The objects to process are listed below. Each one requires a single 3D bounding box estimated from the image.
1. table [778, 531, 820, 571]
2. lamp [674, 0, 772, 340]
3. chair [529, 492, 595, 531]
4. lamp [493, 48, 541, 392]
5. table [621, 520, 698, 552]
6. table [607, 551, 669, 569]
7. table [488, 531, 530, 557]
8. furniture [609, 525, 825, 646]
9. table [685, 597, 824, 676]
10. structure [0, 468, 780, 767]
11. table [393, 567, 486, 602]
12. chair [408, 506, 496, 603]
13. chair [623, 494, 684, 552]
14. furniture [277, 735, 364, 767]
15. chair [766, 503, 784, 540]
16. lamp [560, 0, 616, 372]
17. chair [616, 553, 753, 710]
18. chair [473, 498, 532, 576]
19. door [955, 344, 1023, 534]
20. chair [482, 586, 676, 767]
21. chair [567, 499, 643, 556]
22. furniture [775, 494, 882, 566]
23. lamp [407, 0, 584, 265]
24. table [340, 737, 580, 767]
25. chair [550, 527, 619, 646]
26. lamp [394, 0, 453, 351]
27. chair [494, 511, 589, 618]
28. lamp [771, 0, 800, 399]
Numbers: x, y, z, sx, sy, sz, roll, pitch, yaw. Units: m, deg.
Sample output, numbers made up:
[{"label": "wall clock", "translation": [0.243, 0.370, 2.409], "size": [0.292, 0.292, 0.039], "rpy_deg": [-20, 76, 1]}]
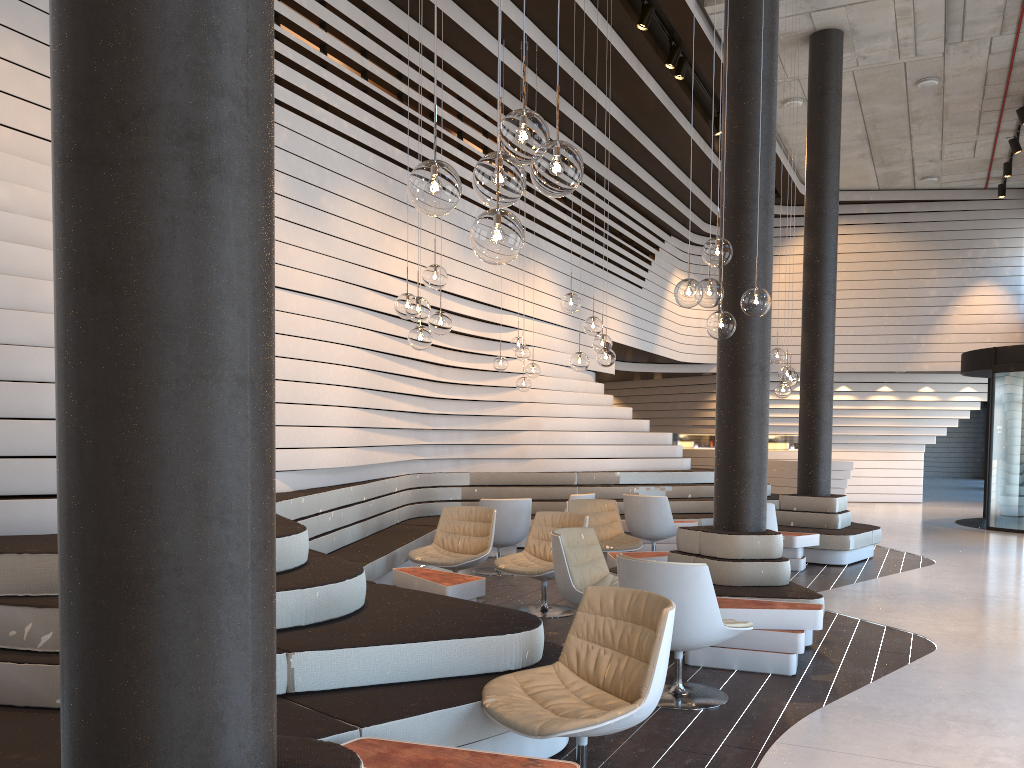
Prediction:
[{"label": "table", "translation": [2.776, 1.775, 9.418], "size": [0.909, 0.372, 0.411], "rpy_deg": [-1, -1, 28]}, {"label": "lamp", "translation": [1.219, -2.601, 4.918], "size": [0.545, 4.694, 0.291], "rpy_deg": [1, 3, 11]}, {"label": "chair", "translation": [0.552, 1.573, 9.711], "size": [0.713, 0.769, 0.653], "rpy_deg": [1, 0, 25]}, {"label": "lamp", "translation": [0.092, -2.279, 9.426], "size": [0.530, 4.734, 0.332], "rpy_deg": [0, 3, -12]}, {"label": "table", "translation": [1.769, 1.826, 10.476], "size": [0.905, 0.372, 0.413], "rpy_deg": [1, -1, -1]}, {"label": "table", "translation": [1.171, 1.659, 7.662], "size": [0.901, 0.372, 0.415], "rpy_deg": [2, -1, -27]}, {"label": "table", "translation": [-0.276, 1.787, 10.132], "size": [0.901, 0.372, 0.415], "rpy_deg": [2, -1, -27]}, {"label": "furniture", "translation": [1.389, 1.423, 6.542], "size": [1.273, 0.724, 1.772], "rpy_deg": [1, -2, -4]}, {"label": "table", "translation": [1.418, 1.531, 5.378], "size": [0.908, 0.372, 0.412], "rpy_deg": [0, -1, 19]}, {"label": "structure", "translation": [-1.092, 1.290, 6.452], "size": [5.793, 0.930, 18.134], "rpy_deg": [-1, -4, 22]}, {"label": "table", "translation": [-0.505, 1.571, 6.411], "size": [0.411, 0.371, 0.910], "rpy_deg": [1, -2, -32]}, {"label": "chair", "translation": [-0.479, 1.430, 7.398], "size": [0.659, 0.769, 0.706], "rpy_deg": [1, 0, 33]}, {"label": "chair", "translation": [1.555, 1.578, 9.632], "size": [0.659, 0.769, 0.706], "rpy_deg": [1, 0, 42]}, {"label": "furniture", "translation": [-0.419, 1.116, 1.502], "size": [1.279, 0.724, 1.765], "rpy_deg": [0, -2, 21]}, {"label": "chair", "translation": [2.343, 1.535, 8.754], "size": [0.659, 0.769, 0.706], "rpy_deg": [1, 0, 27]}, {"label": "lamp", "translation": [0.661, -2.478, 7.306], "size": [0.310, 4.761, 0.657], "rpy_deg": [3, 3, 34]}, {"label": "chair", "translation": [0.904, 1.291, 4.741], "size": [0.659, 0.769, 0.706], "rpy_deg": [1, 0, 44]}, {"label": "chair", "translation": [-0.135, 1.523, 8.955], "size": [0.654, 0.769, 0.712], "rpy_deg": [0, 0, -20]}, {"label": "door", "translation": [8.827, 0.912, 13.885], "size": [3.217, 2.863, 3.234], "rpy_deg": [0, -1, 33]}, {"label": "chair", "translation": [0.262, 1.208, 3.394], "size": [0.707, 0.769, 0.658], "rpy_deg": [1, 0, -27]}, {"label": "chair", "translation": [0.859, 1.501, 8.411], "size": [0.653, 0.769, 0.712], "rpy_deg": [0, 0, -24]}, {"label": "furniture", "translation": [3.621, 1.652, 10.166], "size": [1.763, 0.725, 1.280], "rpy_deg": [2, -2, -29]}, {"label": "lamp", "translation": [-0.034, -2.686, 2.663], "size": [0.543, 4.648, 0.274], "rpy_deg": [0, 3, -12]}, {"label": "table", "translation": [-0.135, 1.364, 2.738], "size": [0.910, 0.372, 0.411], "rpy_deg": [-1, -1, 33]}, {"label": "chair", "translation": [0.602, 1.347, 5.754], "size": [0.713, 0.769, 0.652], "rpy_deg": [1, 0, 29]}, {"label": "lamp", "translation": [-0.537, -2.567, 5.798], "size": [0.294, 4.694, 0.540], "rpy_deg": [2, 3, 21]}, {"label": "chair", "translation": [0.250, 1.412, 6.950], "size": [0.706, 0.769, 0.659], "rpy_deg": [0, 0, -44]}, {"label": "lamp", "translation": [3.829, -1.850, 14.511], "size": [9.069, 4.628, 41.721], "rpy_deg": [0, -3, 26]}]
